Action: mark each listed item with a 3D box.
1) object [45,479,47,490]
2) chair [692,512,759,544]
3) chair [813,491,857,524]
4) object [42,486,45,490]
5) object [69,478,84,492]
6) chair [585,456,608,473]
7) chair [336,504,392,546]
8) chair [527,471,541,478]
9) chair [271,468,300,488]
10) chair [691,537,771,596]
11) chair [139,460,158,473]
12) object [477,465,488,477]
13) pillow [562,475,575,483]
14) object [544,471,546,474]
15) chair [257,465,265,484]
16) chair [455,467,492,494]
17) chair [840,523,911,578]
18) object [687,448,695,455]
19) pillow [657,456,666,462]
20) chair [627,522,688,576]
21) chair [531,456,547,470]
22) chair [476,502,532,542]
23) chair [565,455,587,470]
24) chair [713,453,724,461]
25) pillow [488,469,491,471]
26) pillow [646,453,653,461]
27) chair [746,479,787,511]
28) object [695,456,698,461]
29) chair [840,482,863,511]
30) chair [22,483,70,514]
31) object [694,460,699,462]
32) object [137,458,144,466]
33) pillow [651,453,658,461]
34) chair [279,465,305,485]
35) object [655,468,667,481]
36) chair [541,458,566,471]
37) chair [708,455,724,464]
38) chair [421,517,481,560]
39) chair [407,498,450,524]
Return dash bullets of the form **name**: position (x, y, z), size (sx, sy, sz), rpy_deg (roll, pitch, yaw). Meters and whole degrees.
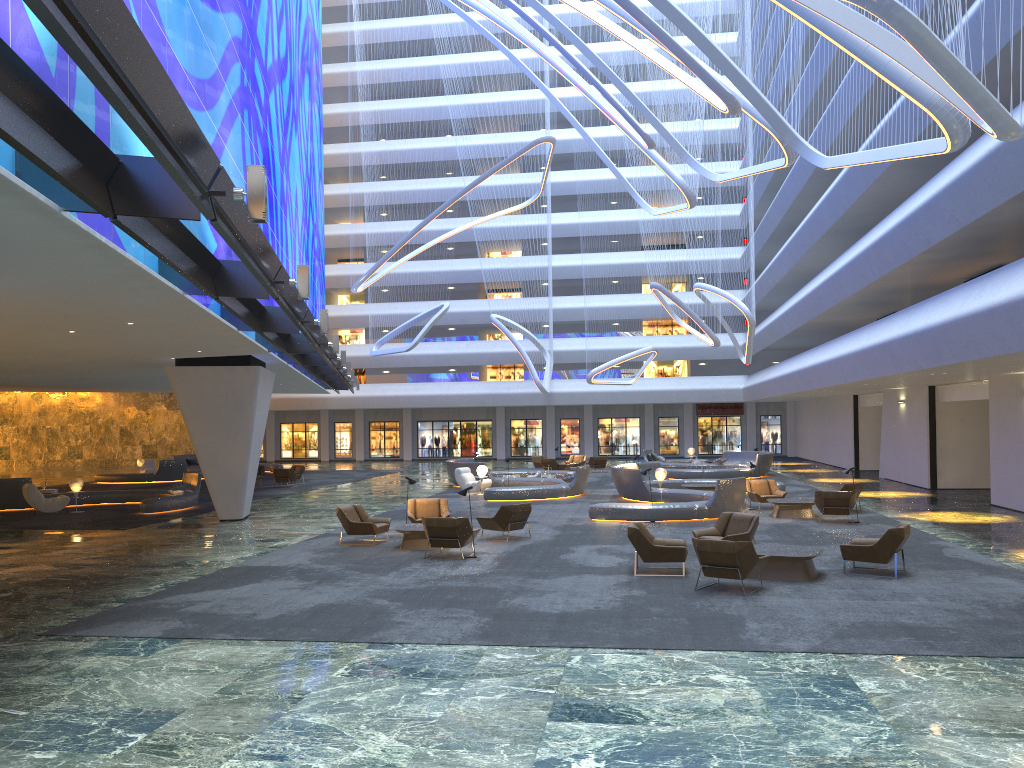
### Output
- **object**: position (-15.779, 3.393, 29.982), size (0.076, 0.355, 0.066), rpy_deg (-1, -1, 1)
- **chair**: position (3.785, 2.671, 15.518), size (0.938, 0.766, 0.930), rpy_deg (0, -2, -30)
- **chair**: position (7.486, 2.830, 20.548), size (0.929, 0.766, 0.939), rpy_deg (-1, -2, 15)
- **object**: position (-15.770, 3.505, 29.828), size (0.151, 0.118, 0.071), rpy_deg (-3, -2, 44)
- **object**: position (-12.722, 2.947, 25.886), size (0.318, 0.387, 0.367), rpy_deg (-1, -1, 16)
- **chair**: position (4.028, 3.798, 41.821), size (0.929, 0.766, 0.939), rpy_deg (0, -2, -13)
- **chair**: position (-3.059, 2.894, 18.238), size (0.939, 0.766, 0.930), rpy_deg (-1, -2, 17)
- **chair**: position (0.379, 3.679, 34.673), size (1.784, 0.501, 0.586), rpy_deg (0, -2, -27)
- **chair**: position (-8.994, 3.711, 35.115), size (0.929, 0.766, 0.939), rpy_deg (-1, -2, 7)
- **chair**: position (3.098, 2.558, 12.649), size (0.930, 0.766, 0.939), rpy_deg (-2, -2, 36)
- **chair**: position (-17.553, 4.120, 42.917), size (0.729, 0.881, 1.158), rpy_deg (0, -2, -37)
- **object**: position (-1.004, 2.943, 30.005), size (0.367, 0.387, 0.318), rpy_deg (-1, -1, -9)
- **pillow**: position (2.074, 3.108, 29.150), size (0.692, 0.262, 0.878), rpy_deg (-2, -2, 17)
- **object**: position (1.287, 3.440, 34.437), size (0.071, 0.118, 0.151), rpy_deg (-1, -2, 19)
- **chair**: position (-10.890, 3.837, 37.375), size (0.929, 0.766, 0.939), rpy_deg (0, -2, -18)
- **chair**: position (-1.340, 3.351, 30.846), size (1.157, 0.881, 0.729), rpy_deg (-2, -2, 28)
- **chair**: position (5.669, 2.569, 13.820), size (0.939, 0.766, 0.929), rpy_deg (-2, -2, 33)
- **object**: position (9.203, 3.459, 45.474), size (0.367, 0.387, 0.318), rpy_deg (-1, -1, -9)
- **pillow**: position (7.280, 3.682, 43.862), size (0.684, 0.280, 0.874), rpy_deg (1, -3, -44)
- **chair**: position (2.338, 2.636, 14.189), size (0.939, 0.766, 0.930), rpy_deg (-1, -2, 11)
- **chair**: position (1.478, 3.901, 43.302), size (0.929, 0.766, 0.939), rpy_deg (0, -2, -38)
- **chair**: position (-0.120, 2.859, 18.495), size (0.939, 0.766, 0.929), rpy_deg (-2, -2, 42)
- **chair**: position (3.172, 3.887, 43.588), size (0.930, 0.766, 0.939), rpy_deg (-2, -2, 27)
- **chair**: position (10.504, 3.769, 43.463), size (0.938, 0.766, 0.930), rpy_deg (0, -2, -32)
- **pillow**: position (-1.162, 3.524, 36.191), size (0.443, 0.207, 0.445), rpy_deg (0, -2, -30)
- **pillow**: position (6.820, 3.611, 43.602), size (0.295, 0.368, 0.769), rpy_deg (-1, -2, 21)
- **chair**: position (6.782, 2.982, 23.825), size (0.929, 0.766, 0.939), rpy_deg (-1, -2, -8)
- **object**: position (8.926, 3.614, 42.863), size (0.131, 0.252, 0.103), rpy_deg (-1, -1, -8)
- **chair**: position (8.500, 2.915, 22.873), size (0.939, 0.766, 0.929), rpy_deg (-2, -2, 42)
- **chair**: position (-13.626, 3.329, 25.929), size (1.157, 0.881, 0.729), rpy_deg (0, -2, -37)
- **object**: position (8.968, 3.725, 42.896), size (0.381, 0.038, 0.381), rpy_deg (-1, -2, 0)
- **object**: position (-17.605, 3.715, 42.011), size (0.367, 0.387, 0.318), rpy_deg (-1, -1, 16)
- **pillow**: position (7.031, 3.583, 43.606), size (0.315, 0.386, 0.785), rpy_deg (-1, -2, 24)
- **chair**: position (-9.200, 3.798, 37.069), size (0.939, 0.766, 0.930), rpy_deg (1, -2, -43)
- **object**: position (4.485, 2.715, 26.673), size (0.367, 0.387, 0.318), rpy_deg (-1, -1, 16)
- **chair**: position (1.860, 3.775, 40.504), size (0.939, 0.766, 0.930), rpy_deg (1, -2, -40)
- **chair**: position (9.739, 3.685, 41.237), size (0.939, 0.766, 0.929), rpy_deg (-2, -2, 42)
- **chair**: position (-1.135, 2.775, 16.171), size (0.929, 0.766, 0.939), rpy_deg (-1, -2, 15)
- **chair**: position (-1.839, 2.927, 19.447), size (0.929, 0.766, 0.939), rpy_deg (-1, -2, -8)
